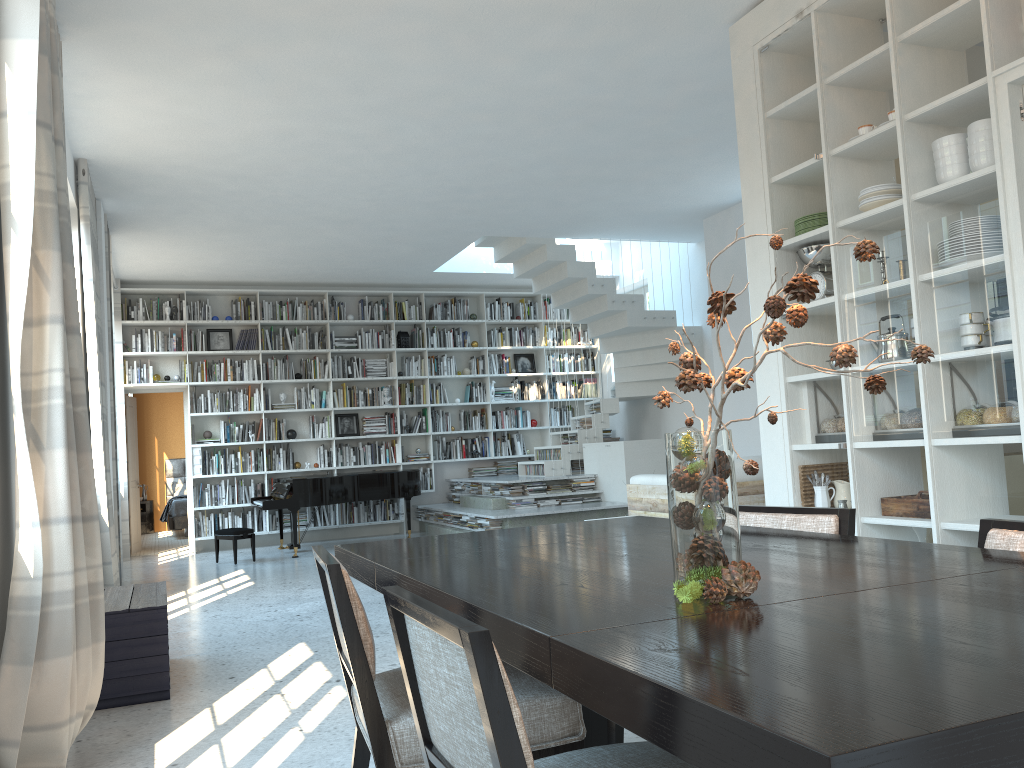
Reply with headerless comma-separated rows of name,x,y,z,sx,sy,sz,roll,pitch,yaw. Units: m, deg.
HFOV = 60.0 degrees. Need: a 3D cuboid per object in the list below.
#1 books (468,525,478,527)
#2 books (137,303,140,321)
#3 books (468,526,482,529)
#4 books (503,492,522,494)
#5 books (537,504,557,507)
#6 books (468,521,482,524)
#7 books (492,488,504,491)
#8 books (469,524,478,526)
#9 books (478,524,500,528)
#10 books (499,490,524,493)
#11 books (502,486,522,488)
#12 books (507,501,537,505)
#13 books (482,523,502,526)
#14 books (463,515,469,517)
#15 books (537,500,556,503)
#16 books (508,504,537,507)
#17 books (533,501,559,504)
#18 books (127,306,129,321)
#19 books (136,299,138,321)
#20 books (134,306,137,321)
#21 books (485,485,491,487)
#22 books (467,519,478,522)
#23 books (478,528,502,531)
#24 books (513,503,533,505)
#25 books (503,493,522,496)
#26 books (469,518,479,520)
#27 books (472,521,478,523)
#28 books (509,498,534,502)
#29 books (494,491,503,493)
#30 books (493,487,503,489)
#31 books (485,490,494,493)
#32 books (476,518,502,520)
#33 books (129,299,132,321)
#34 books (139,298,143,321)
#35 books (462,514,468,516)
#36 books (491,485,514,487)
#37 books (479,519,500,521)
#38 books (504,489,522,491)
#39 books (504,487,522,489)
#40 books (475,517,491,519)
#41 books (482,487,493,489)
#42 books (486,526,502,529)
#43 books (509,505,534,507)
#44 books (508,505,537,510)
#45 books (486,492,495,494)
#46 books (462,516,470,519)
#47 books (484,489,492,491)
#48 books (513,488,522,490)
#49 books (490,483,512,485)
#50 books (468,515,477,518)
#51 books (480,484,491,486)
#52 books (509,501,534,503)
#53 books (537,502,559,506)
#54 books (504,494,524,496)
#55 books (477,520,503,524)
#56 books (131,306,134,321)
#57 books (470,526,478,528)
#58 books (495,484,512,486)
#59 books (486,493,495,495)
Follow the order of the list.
books,-0.346,1.508,9.476,0.191,0.006,0.275,-2,-4,-20
books,-4.415,-0.829,10.498,0.024,0.227,0.157,-2,-4,-22
books,-0.348,1.527,9.474,0.191,0.016,0.209,-2,-4,-17
books,0.006,1.223,9.964,0.152,0.015,0.208,-2,-5,-25
books,0.372,1.351,9.867,0.208,0.015,0.153,-2,-5,-24
books,-0.345,1.477,9.479,0.191,0.015,0.246,-2,-4,-21
books,-0.108,1.212,10.218,0.177,0.026,0.230,-2,-5,-22
books,-0.332,1.501,9.482,0.170,0.006,0.268,-2,-5,-22
books,-0.236,1.467,9.195,0.187,0.017,0.206,-2,-4,-17
books,-0.007,1.203,9.960,0.184,0.014,0.297,-2,-5,-23
books,0.005,1.158,9.969,0.149,0.014,0.228,-2,-5,-24
books,0.108,1.306,9.758,0.292,0.012,0.159,-2,-4,-19
books,-0.208,1.448,9.207,0.137,0.019,0.224,-2,-4,-21
books,-0.445,1.447,9.768,0.139,0.013,0.288,-2,-4,-17
books,0.366,1.305,9.877,0.211,0.018,0.134,-2,-4,-19
books,0.108,1.333,9.759,0.285,0.008,0.159,-2,-5,-24
books,0.371,1.319,9.865,0.272,0.012,0.158,-2,-5,-24
books,-4.519,-0.811,10.441,0.024,0.194,0.167,-2,-4,-22
books,-4.430,-0.856,10.486,0.010,0.281,0.160,-2,-4,-22
books,-4.452,-0.812,10.491,0.031,0.195,0.145,-2,-4,-22
books,-0.215,1.202,10.506,0.145,0.017,0.208,-1,-5,-27
books,-0.345,1.453,9.481,0.168,0.013,0.281,-1,-5,-27
books,-0.229,1.499,9.195,0.184,0.017,0.230,-2,-4,-20
books,0.110,1.318,9.754,0.210,0.012,0.168,-2,-4,-18
books,0.001,1.237,9.960,0.161,0.014,0.212,-2,-4,-18
books,-0.339,1.435,9.486,0.175,0.006,0.251,-2,-5,-22
books,-0.334,1.468,9.485,0.150,0.004,0.291,-2,-4,-18
books,0.107,1.278,9.759,0.233,0.025,0.157,-1,-5,-27
books,-0.097,1.239,10.220,0.155,0.028,0.189,-2,-4,-21
books,-0.113,1.194,10.218,0.187,0.009,0.250,-2,-5,-22
books,-0.215,1.267,10.501,0.167,0.024,0.192,-2,-4,-21
books,-0.236,1.393,9.201,0.176,0.010,0.266,-1,-5,-26
books,-4.497,-0.849,10.448,0.025,0.269,0.177,-2,-4,-22
books,-4.390,-0.859,10.500,0.028,0.283,0.189,-2,-4,-22
books,-0.446,1.433,9.768,0.157,0.014,0.215,-2,-4,-20
books,-0.112,1.178,10.220,0.168,0.013,0.281,-2,-5,-25
books,-0.229,1.405,9.203,0.165,0.015,0.243,-2,-4,-18
books,0.014,1.190,9.970,0.137,0.012,0.242,-2,-4,-21
books,0.009,1.169,9.969,0.132,0.009,0.269,-2,-4,-18
books,-0.244,1.381,9.199,0.192,0.014,0.257,-1,-5,-26
books,-0.224,1.226,10.501,0.174,0.029,0.250,-2,-5,-24
books,-0.202,1.482,9.207,0.132,0.014,0.205,-2,-5,-22
books,0.109,1.340,9.758,0.264,0.006,0.165,-2,-4,-21
books,0.117,1.353,9.739,0.262,0.023,0.200,-2,-5,-24
books,-0.198,1.285,10.506,0.136,0.013,0.258,-2,-5,-22
books,-0.442,1.467,9.767,0.141,0.028,0.223,-1,-5,-27
books,-0.227,1.248,10.498,0.177,0.015,0.187,-2,-4,-17
books,0.034,1.178,9.978,0.091,0.011,0.190,-2,-5,-24
books,-0.126,1.146,10.217,0.189,0.022,0.238,-2,-4,-17
books,-0.350,1.406,9.484,0.182,0.016,0.257,-2,-4,-19
books,-0.238,1.188,10.499,0.192,0.014,0.257,-1,-5,-26
books,0.103,1.296,9.770,0.257,0.010,0.132,-2,-4,-18
books,0.376,1.333,9.855,0.232,0.019,0.169,-1,-5,-27
books,0.017,1.248,9.966,0.144,0.009,0.250,-2,-5,-22
books,-0.228,1.426,9.201,0.156,0.027,0.288,-1,-5,-27
books,-4.470,-0.808,10.456,0.028,0.186,0.182,-2,-4,-22
books,-0.339,1.515,9.478,0.178,0.009,0.277,-2,-5,-24
books,-0.112,1.160,10.221,0.170,0.008,0.208,-2,-4,-19
books,-0.206,1.299,10.502,0.132,0.016,0.262,-2,-4,-17
